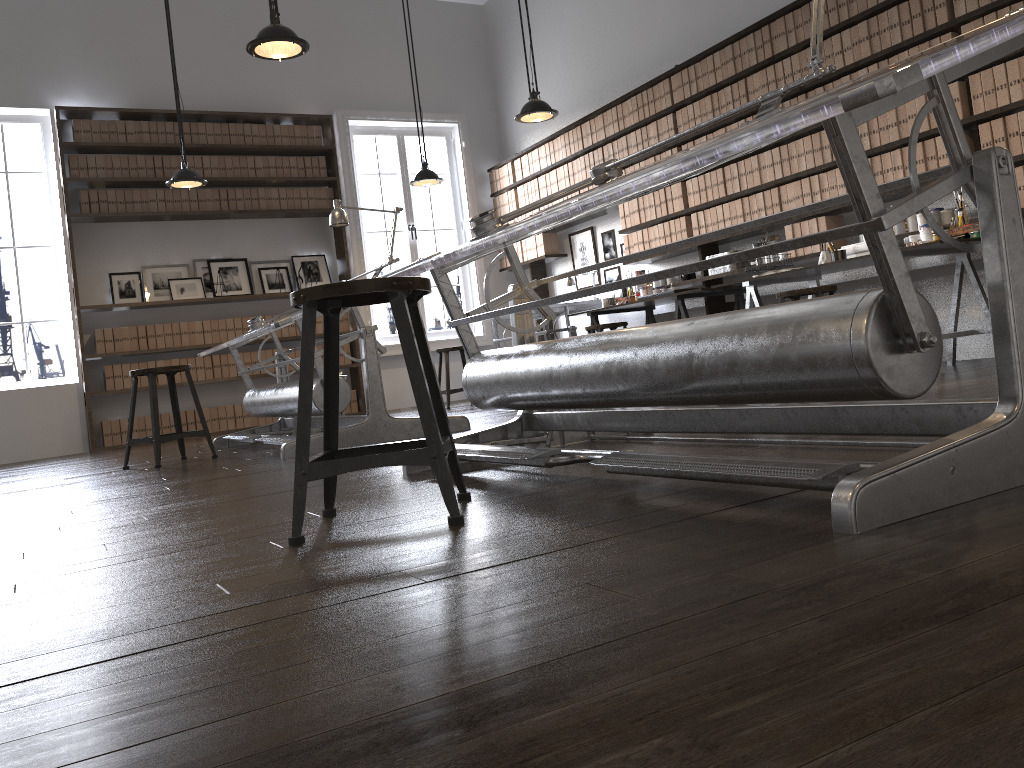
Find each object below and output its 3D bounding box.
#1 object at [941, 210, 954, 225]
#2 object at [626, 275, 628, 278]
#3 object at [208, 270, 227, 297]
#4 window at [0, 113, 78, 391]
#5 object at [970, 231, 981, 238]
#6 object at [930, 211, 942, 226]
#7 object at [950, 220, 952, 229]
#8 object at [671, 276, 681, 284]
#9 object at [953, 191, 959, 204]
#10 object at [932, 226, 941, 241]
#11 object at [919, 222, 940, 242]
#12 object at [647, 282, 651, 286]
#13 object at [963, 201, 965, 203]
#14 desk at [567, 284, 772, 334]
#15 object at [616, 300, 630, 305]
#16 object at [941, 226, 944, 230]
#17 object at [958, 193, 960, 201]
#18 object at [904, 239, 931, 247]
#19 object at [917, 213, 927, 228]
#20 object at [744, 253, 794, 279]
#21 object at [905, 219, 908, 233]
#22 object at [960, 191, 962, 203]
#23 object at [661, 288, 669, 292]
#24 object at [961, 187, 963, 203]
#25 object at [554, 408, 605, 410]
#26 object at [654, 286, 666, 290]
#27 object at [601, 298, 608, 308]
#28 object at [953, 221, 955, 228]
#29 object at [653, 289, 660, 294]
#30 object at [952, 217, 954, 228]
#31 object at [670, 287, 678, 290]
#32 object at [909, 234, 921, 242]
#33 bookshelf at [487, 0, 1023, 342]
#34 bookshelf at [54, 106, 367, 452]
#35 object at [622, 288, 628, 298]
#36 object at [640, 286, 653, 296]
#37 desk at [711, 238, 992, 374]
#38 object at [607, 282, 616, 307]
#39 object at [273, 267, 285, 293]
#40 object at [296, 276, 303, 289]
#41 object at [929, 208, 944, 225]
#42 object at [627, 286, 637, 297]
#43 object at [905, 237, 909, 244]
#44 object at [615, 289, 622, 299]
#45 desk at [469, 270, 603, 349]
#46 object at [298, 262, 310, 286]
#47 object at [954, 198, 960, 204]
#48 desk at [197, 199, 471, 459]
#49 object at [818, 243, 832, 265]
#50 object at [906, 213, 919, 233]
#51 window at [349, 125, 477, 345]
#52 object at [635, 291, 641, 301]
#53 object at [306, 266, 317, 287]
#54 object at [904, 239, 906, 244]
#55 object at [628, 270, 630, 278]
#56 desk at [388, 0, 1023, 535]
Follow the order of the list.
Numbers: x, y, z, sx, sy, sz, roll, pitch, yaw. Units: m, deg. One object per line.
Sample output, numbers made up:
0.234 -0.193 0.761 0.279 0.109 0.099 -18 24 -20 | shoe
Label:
2.528 -0.960 5.142 0.062 0.096 0.062 -7 -1 3 | object
0.978 -0.819 7.331 0.008 0.186 0.071 -6 -2 -28 | object
-2.733 -0.926 8.217 0.175 0.260 0.040 -6 -2 -29 | object
-4.553 -1.091 7.465 1.486 2.501 0.152 -6 -2 -29 | window
2.394 -0.769 4.571 0.049 0.037 0.049 -7 0 -26 | object
2.458 -0.951 5.142 0.062 0.095 0.063 -7 -1 3 | object
2.387 -0.831 4.822 0.005 0.130 0.039 -6 -2 -31 | object
1.366 -0.863 7.184 0.107 0.162 0.236 -7 0 27 | object
2.396 -0.948 4.751 0.007 0.214 0.055 -6 -2 -22 | object
2.322 -0.801 4.832 0.049 0.112 0.049 -6 -1 -26 | object
2.322 -0.816 4.909 0.104 0.142 0.104 -7 -1 -21 | object
1.174 -0.870 7.560 0.051 0.140 0.050 -6 -2 -31 | object
2.419 -0.916 4.730 0.011 0.135 0.005 -7 -2 -9 | object
1.187 -0.313 6.792 0.657 0.670 1.663 -7 1 -29 | desk
0.890 -0.645 7.126 0.132 0.050 0.197 -7 1 0 | object
2.393 -0.821 5.003 0.094 0.128 0.094 -6 -1 -33 | object
2.412 -0.938 4.751 0.006 0.182 0.053 -7 -2 14 | object
2.204 -0.753 4.742 0.196 0.050 0.132 -6 1 32 | object
2.392 -0.943 5.151 0.062 0.096 0.062 -7 -1 3 | object
1.724 -0.776 5.937 0.285 0.161 0.203 -7 0 -29 | object
2.384 -0.957 5.363 0.045 0.128 0.044 -7 -1 -11 | object
2.404 -0.936 4.734 0.008 0.186 0.071 -7 -1 14 | object
1.220 -0.709 7.029 0.062 0.093 0.063 -7 -1 20 | object
2.417 -0.958 4.742 0.020 0.228 0.007 -7 -2 2 | object
0.241 0.017 3.400 0.353 0.378 0.352 -7 0 -7 | object
1.206 -0.723 7.156 0.094 0.128 0.094 -7 -1 -25 | object
0.796 -0.673 7.492 0.068 0.104 0.068 -7 -1 -25 | object
2.407 -0.830 4.832 0.005 0.124 0.040 -6 -2 -33 | object
1.156 -0.702 7.056 0.062 0.094 0.062 -7 -1 11 | object
2.396 -0.831 4.817 0.005 0.148 0.032 -6 -2 -30 | object
1.284 -0.717 7.012 0.061 0.094 0.062 -7 -1 20 | object
2.283 -0.795 5.011 0.061 0.094 0.062 -7 -1 21 | object
2.286 -0.978 5.655 0.374 3.210 9.149 -6 0 -29 | bookshelf
-2.744 -0.685 8.363 2.479 3.729 0.411 -6 -2 -29 | bookshelf
0.969 -0.757 7.516 0.068 0.230 0.069 -6 -2 -32 | object
1.089 -0.715 7.146 0.104 0.142 0.104 -6 -1 -37 | object
2.035 -0.383 5.252 0.657 0.670 1.663 -7 1 -29 | desk
0.834 -0.739 7.440 0.068 0.230 0.069 -6 -2 -32 | object
-2.237 -0.992 8.510 0.124 0.260 0.040 -6 -2 -29 | object
-2.051 -0.968 8.579 0.066 0.166 0.040 -6 -2 -29 | object
2.518 -0.974 5.254 0.095 0.130 0.093 -6 -1 -42 | object
1.120 -0.813 7.340 0.345 0.146 0.077 -7 -1 -7 | object
2.295 -0.798 5.081 0.063 0.093 0.062 -7 -1 12 | object
0.895 -0.751 7.474 0.068 0.238 0.069 -6 -2 -32 | object
0.347 -0.462 8.210 1.074 1.099 1.265 -7 0 -29 | desk
-2.024 -1.043 8.642 0.118 0.304 0.040 -6 -2 -29 | object
2.397 -0.922 4.739 0.037 0.153 0.008 -8 -2 20 | object
-1.160 -0.360 5.258 1.079 1.388 2.273 -7 0 -29 | desk
2.008 -0.829 5.675 0.101 0.209 0.101 -7 -1 16 | object
2.397 -0.957 5.302 0.061 0.119 0.062 -8 -1 29 | object
-1.054 -1.564 9.294 1.248 2.313 0.152 -6 -2 -29 | window
1.025 -0.694 7.184 0.049 0.112 0.049 -6 -1 -32 | object
-1.975 -1.029 8.699 0.111 0.262 0.040 -6 -2 -29 | object
2.314 -0.802 5.145 0.062 0.094 0.062 -7 -1 12 | object
0.975 -0.830 7.313 0.007 0.214 0.055 -7 -2 6 | object
0.452 -0.492 2.333 1.079 1.388 2.062 -7 0 -29 | desk
